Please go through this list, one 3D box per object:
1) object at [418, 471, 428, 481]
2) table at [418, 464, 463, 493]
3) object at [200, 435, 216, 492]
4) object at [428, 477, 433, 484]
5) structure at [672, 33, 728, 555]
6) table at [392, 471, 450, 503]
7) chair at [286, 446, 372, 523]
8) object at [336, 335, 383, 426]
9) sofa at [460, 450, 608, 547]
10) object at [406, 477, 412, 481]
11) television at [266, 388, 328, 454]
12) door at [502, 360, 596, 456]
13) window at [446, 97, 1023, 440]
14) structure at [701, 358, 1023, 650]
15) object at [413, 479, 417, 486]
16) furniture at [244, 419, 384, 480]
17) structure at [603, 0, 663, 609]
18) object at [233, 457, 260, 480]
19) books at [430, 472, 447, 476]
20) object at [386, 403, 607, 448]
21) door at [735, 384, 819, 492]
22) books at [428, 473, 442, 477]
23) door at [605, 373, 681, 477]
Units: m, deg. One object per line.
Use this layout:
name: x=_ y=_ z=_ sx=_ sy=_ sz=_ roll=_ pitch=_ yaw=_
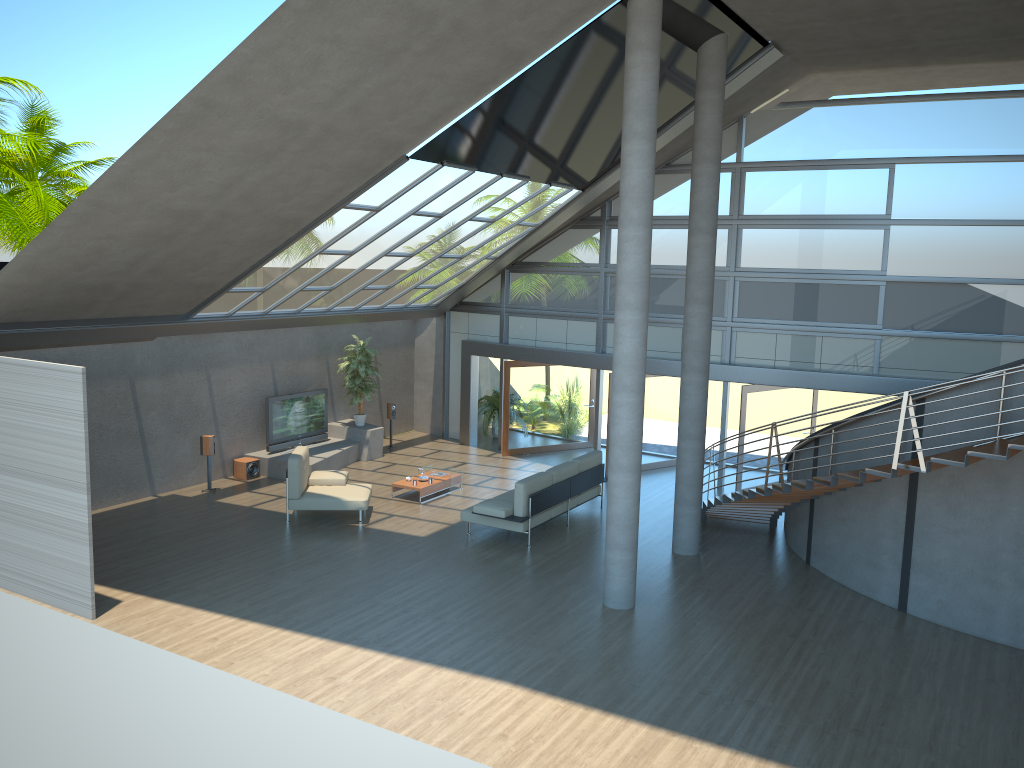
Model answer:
object: x=-1.505 y=1.564 z=15.038 sx=0.178 sy=0.161 sz=0.178 roll=-1 pitch=8 yaw=-18
table: x=-1.250 y=1.653 z=15.549 sx=0.680 sy=0.342 sz=0.400 roll=6 pitch=9 yaw=30
object: x=-5.108 y=1.341 z=14.906 sx=0.234 sy=0.959 sz=0.171 roll=1 pitch=8 yaw=-4
object: x=-1.363 y=1.619 z=14.885 sx=0.085 sy=0.101 sz=0.070 roll=-3 pitch=9 yaw=-32
structure: x=2.530 y=-1.180 z=11.990 sx=0.381 sy=7.125 sz=0.382 roll=-1 pitch=8 yaw=-16
table: x=-1.453 y=1.749 z=15.214 sx=0.600 sy=0.250 sz=1.200 roll=6 pitch=9 yaw=30
chair: x=-2.816 y=1.528 z=13.787 sx=1.244 sy=1.023 sz=1.217 roll=1 pitch=8 yaw=-4
object: x=-3.065 y=-0.077 z=17.859 sx=0.932 sy=1.857 sz=0.895 roll=0 pitch=8 yaw=-11
sofa: x=0.400 y=1.659 z=13.786 sx=1.166 sy=0.947 sz=3.079 roll=6 pitch=9 yaw=30
object: x=-1.747 y=1.598 z=15.025 sx=0.102 sy=0.086 sz=0.100 roll=7 pitch=9 yaw=34
television: x=-4.072 y=0.694 z=16.879 sx=0.396 sy=1.063 sz=1.568 roll=6 pitch=9 yaw=30
door: x=0.809 y=0.456 z=18.698 sx=2.298 sy=1.977 sz=0.200 roll=-3 pitch=9 yaw=-31
window: x=5.596 y=-1.300 z=15.287 sx=16.616 sy=6.630 sz=1.098 roll=6 pitch=9 yaw=28
structure: x=4.194 y=0.783 z=10.820 sx=2.349 sy=3.653 sz=6.809 roll=-2 pitch=8 yaw=-21
object: x=-1.618 y=1.632 z=14.747 sx=0.085 sy=0.101 sz=0.070 roll=6 pitch=9 yaw=28
furniture: x=-3.497 y=1.258 z=17.146 sx=1.577 sy=0.610 sz=2.936 roll=6 pitch=9 yaw=30
structure: x=1.353 y=-0.938 z=9.998 sx=0.381 sy=7.125 sz=0.382 roll=6 pitch=9 yaw=30
object: x=-4.807 y=1.519 z=15.980 sx=0.425 sy=0.323 sz=0.362 roll=6 pitch=9 yaw=30
books: x=-1.277 y=1.577 z=15.528 sx=0.275 sy=0.005 sz=0.189 roll=3 pitch=8 yaw=13
object: x=-5.201 y=1.001 z=17.456 sx=7.863 sy=0.982 sz=21.345 roll=7 pitch=9 yaw=33
door: x=4.802 y=0.930 z=15.980 sx=2.298 sy=1.977 sz=0.200 roll=-5 pitch=10 yaw=-38
books: x=-1.318 y=1.585 z=15.494 sx=0.275 sy=0.005 sz=0.189 roll=3 pitch=8 yaw=10
door: x=2.714 y=0.703 z=17.251 sx=2.298 sy=1.977 sz=0.200 roll=-4 pitch=10 yaw=-36
